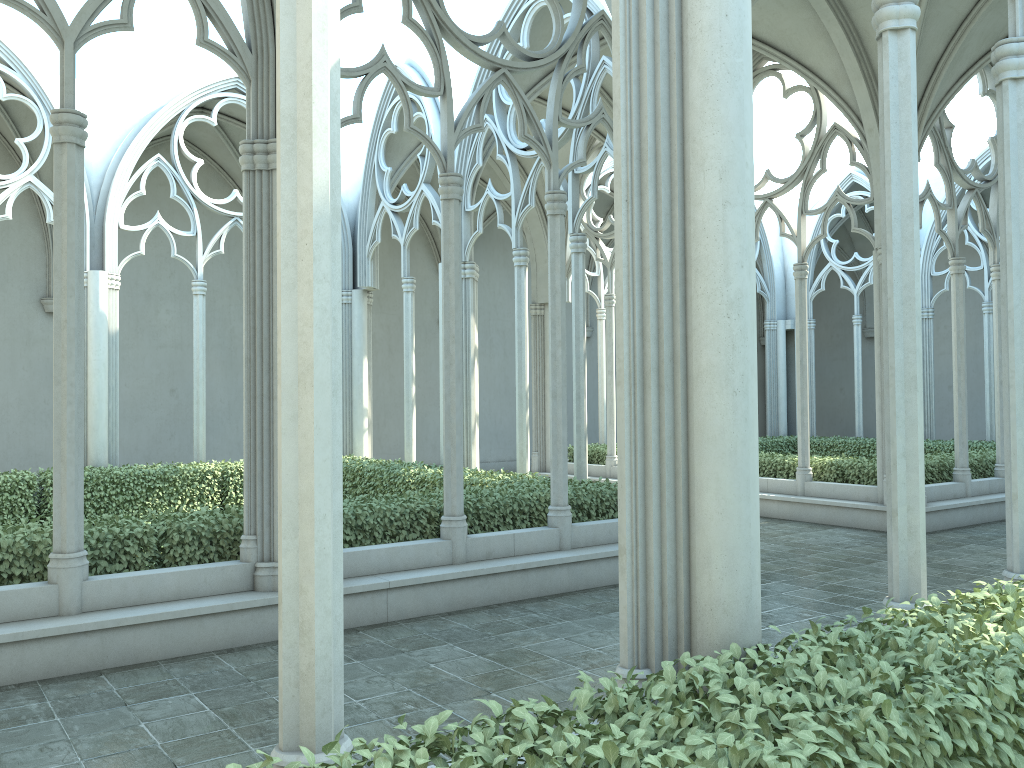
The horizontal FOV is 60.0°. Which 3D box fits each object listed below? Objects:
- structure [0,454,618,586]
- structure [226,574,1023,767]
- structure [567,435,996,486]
[{"bbox_3d":[-4.036,1.640,11.197,8.018,0.963,7.995,0,-2,-35],"label":"structure"},{"bbox_3d":[3.483,1.321,0.503,8.018,0.963,7.995,0,-2,-35],"label":"structure"},{"bbox_3d":[6.648,1.705,18.716,8.018,0.963,7.995,0,-2,-35],"label":"structure"}]
